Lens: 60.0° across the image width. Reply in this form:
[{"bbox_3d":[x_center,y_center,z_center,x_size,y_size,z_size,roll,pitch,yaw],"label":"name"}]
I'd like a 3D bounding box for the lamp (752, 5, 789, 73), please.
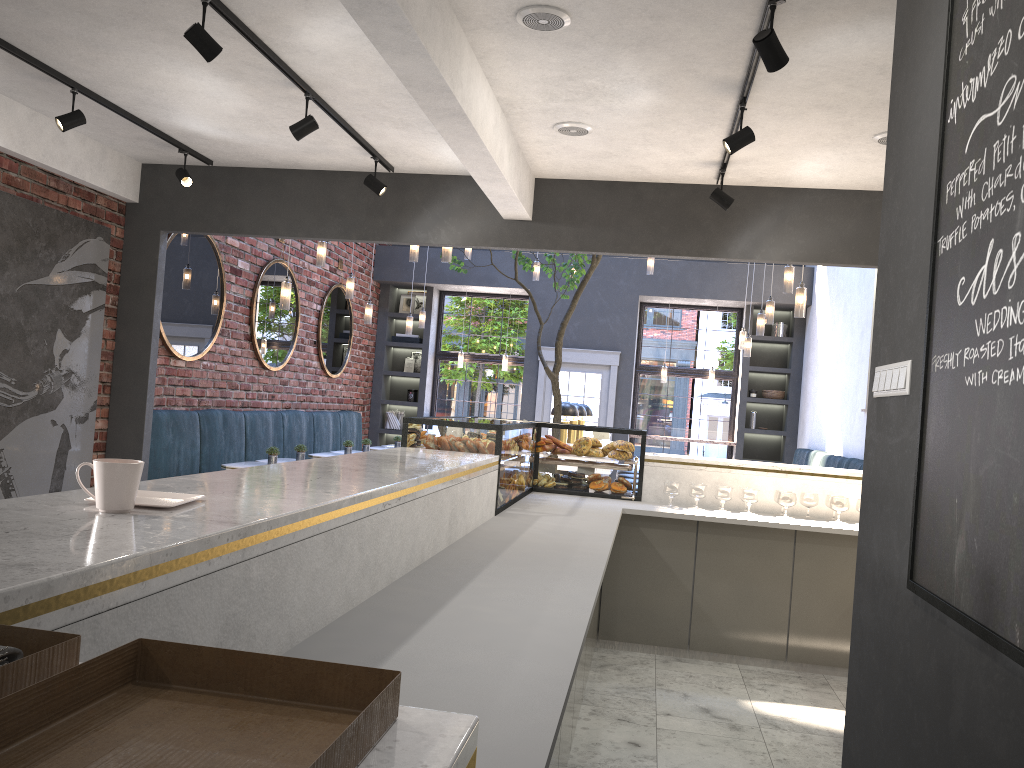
[{"bbox_3d":[0.961,-1.278,3.279,0.157,0.235,0.087,5,-1,-42],"label":"lamp"}]

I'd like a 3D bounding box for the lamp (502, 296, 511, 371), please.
[{"bbox_3d":[-0.053,-0.901,12.808,0.078,1.429,0.078,5,-1,-29],"label":"lamp"}]

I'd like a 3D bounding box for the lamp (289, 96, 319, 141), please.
[{"bbox_3d":[-1.101,-1.408,4.714,0.157,0.238,0.087,4,-1,3],"label":"lamp"}]

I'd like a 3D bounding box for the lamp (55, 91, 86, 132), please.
[{"bbox_3d":[-2.445,-1.508,4.922,0.157,0.238,0.087,5,-1,-42],"label":"lamp"}]

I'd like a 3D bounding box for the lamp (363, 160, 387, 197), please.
[{"bbox_3d":[-0.905,-1.367,5.892,0.157,0.238,0.087,4,-1,3],"label":"lamp"}]

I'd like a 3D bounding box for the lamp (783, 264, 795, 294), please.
[{"bbox_3d":[2.420,-2.791,7.296,0.078,4.104,0.078,5,-1,-6],"label":"lamp"}]

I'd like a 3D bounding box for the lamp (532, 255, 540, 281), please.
[{"bbox_3d":[0.440,-3.272,10.518,0.078,4.104,0.078,5,-1,-6],"label":"lamp"}]

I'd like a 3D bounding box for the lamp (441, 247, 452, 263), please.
[{"bbox_3d":[-0.356,-3.000,6.974,0.078,4.104,0.078,4,-1,39],"label":"lamp"}]

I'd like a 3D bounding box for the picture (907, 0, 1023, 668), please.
[{"bbox_3d":[0.826,-0.458,1.333,0.014,1.753,1.147,4,-1,9],"label":"picture"}]

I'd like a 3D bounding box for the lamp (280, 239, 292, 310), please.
[{"bbox_3d":[-1.674,-2.647,7.171,0.078,4.104,0.078,5,-1,-6],"label":"lamp"}]

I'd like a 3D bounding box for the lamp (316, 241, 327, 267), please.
[{"bbox_3d":[-1.532,-3.085,7.853,0.078,4.104,0.078,5,-1,-6],"label":"lamp"}]

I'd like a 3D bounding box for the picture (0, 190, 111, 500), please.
[{"bbox_3d":[-3.234,-0.174,5.069,0.033,2.027,2.822,4,-1,9],"label":"picture"}]

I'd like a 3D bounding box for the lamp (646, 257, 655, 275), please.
[{"bbox_3d":[1.767,-3.325,10.367,0.078,4.104,0.078,5,-1,-6],"label":"lamp"}]

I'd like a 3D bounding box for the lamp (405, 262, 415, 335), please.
[{"bbox_3d":[-1.097,-2.647,10.798,0.078,4.104,0.078,5,-1,-6],"label":"lamp"}]

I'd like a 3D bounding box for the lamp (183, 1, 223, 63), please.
[{"bbox_3d":[-1.260,-1.444,3.630,0.157,0.238,0.087,5,-1,-42],"label":"lamp"}]

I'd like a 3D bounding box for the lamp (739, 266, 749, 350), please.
[{"bbox_3d":[2.951,-2.467,10.792,0.078,4.104,0.078,5,-1,-6],"label":"lamp"}]

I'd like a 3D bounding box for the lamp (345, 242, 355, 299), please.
[{"bbox_3d":[-1.492,-2.911,9.019,0.078,4.104,0.078,4,-1,16],"label":"lamp"}]

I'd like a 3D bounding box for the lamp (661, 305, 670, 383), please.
[{"bbox_3d":[2.181,-0.735,12.455,0.078,1.429,0.078,5,-1,-29],"label":"lamp"}]

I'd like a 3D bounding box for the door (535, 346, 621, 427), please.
[{"bbox_3d":[0.838,0.632,12.100,1.132,2.219,0.152,4,-1,9],"label":"door"}]

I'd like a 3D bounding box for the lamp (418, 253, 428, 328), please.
[{"bbox_3d":[-0.999,-2.761,11.366,0.078,4.104,0.078,5,-1,-6],"label":"lamp"}]

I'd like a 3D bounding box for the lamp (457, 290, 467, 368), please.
[{"bbox_3d":[-0.700,-0.949,12.911,0.078,1.429,0.078,4,-1,39],"label":"lamp"}]

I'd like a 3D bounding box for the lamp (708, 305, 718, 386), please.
[{"bbox_3d":[2.828,-0.687,12.353,0.078,1.429,0.078,4,-1,39],"label":"lamp"}]

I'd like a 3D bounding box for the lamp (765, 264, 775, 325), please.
[{"bbox_3d":[2.578,-2.609,8.375,0.078,4.104,0.078,5,-1,-29],"label":"lamp"}]

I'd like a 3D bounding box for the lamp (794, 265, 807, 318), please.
[{"bbox_3d":[2.291,-2.540,6.601,0.078,4.104,0.078,5,-1,-6],"label":"lamp"}]

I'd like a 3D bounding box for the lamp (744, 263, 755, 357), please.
[{"bbox_3d":[2.838,-2.357,10.134,0.078,4.104,0.078,5,-1,-6],"label":"lamp"}]

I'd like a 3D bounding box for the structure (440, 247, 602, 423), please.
[{"bbox_3d":[0.630,-1.358,8.109,2.807,5.988,3.743,5,-1,-38],"label":"structure"}]

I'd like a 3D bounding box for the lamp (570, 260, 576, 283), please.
[{"bbox_3d":[0.919,-3.314,11.080,0.078,4.104,0.078,5,-1,-6],"label":"lamp"}]

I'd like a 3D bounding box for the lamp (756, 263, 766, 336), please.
[{"bbox_3d":[2.678,-2.539,9.039,0.078,4.104,0.078,5,-1,-29],"label":"lamp"}]

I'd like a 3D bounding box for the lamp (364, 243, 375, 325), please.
[{"bbox_3d":[-1.408,-2.696,9.653,0.078,4.104,0.078,4,-1,16],"label":"lamp"}]

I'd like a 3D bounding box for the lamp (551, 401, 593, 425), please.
[{"bbox_3d":[-0.451,-1.183,5.658,4.183,3.256,8.835,5,-1,-8],"label":"lamp"}]

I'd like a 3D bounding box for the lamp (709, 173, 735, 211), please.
[{"bbox_3d":[1.315,-1.201,5.541,0.157,0.235,0.087,4,-1,3],"label":"lamp"}]

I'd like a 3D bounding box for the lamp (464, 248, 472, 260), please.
[{"bbox_3d":[-0.354,-3.487,10.264,0.078,4.104,0.078,5,-1,-6],"label":"lamp"}]

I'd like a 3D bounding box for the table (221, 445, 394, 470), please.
[{"bbox_3d":[0.292,1.257,8.973,4.599,0.751,4.831,4,-1,9],"label":"table"}]

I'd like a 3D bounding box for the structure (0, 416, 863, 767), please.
[{"bbox_3d":[0.811,0.894,3.127,3.205,1.300,5.807,4,-1,9],"label":"structure"}]

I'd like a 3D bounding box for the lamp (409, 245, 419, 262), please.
[{"bbox_3d":[-0.717,-3.135,7.910,0.078,4.104,0.078,4,-1,39],"label":"lamp"}]

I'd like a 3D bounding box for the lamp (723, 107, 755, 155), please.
[{"bbox_3d":[1.119,-1.242,4.362,0.157,0.235,0.087,4,-1,3],"label":"lamp"}]

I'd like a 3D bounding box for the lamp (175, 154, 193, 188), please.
[{"bbox_3d":[-2.251,-1.465,6.103,0.087,0.235,0.157,5,-1,-40],"label":"lamp"}]
